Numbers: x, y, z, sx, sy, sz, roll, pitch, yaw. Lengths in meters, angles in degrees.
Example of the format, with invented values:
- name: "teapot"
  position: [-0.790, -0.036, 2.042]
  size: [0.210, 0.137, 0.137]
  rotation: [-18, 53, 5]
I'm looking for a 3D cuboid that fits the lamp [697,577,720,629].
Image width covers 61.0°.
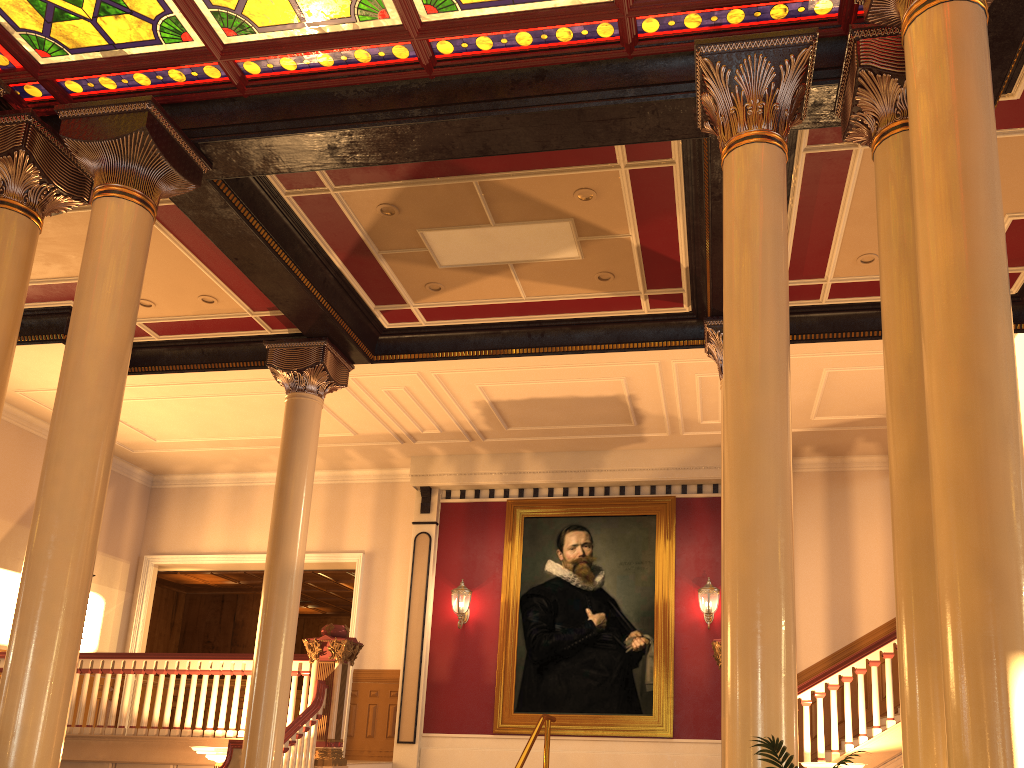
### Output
- name: "lamp"
  position: [2.746, 3.062, 12.128]
  size: [0.313, 0.701, 0.417]
  rotation: [-1, -17, 12]

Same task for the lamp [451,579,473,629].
- name: "lamp"
  position: [-0.734, 3.210, 12.687]
  size: [0.313, 0.701, 0.417]
  rotation: [-1, -17, 12]

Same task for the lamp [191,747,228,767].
- name: "lamp"
  position: [-2.892, 4.480, 8.244]
  size: [0.586, 1.932, 0.599]
  rotation: [4, -15, -6]

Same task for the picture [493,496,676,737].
- name: "picture"
  position: [1.062, 3.290, 12.523]
  size: [2.511, 3.314, 0.058]
  rotation: [-1, -15, 10]

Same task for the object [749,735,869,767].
- name: "object"
  position: [1.074, 2.382, 3.179]
  size: [1.085, 2.065, 1.075]
  rotation: [11, -18, -28]

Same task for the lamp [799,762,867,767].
- name: "lamp"
  position: [2.740, 4.243, 7.348]
  size: [0.565, 1.932, 0.620]
  rotation: [-6, -17, 29]
